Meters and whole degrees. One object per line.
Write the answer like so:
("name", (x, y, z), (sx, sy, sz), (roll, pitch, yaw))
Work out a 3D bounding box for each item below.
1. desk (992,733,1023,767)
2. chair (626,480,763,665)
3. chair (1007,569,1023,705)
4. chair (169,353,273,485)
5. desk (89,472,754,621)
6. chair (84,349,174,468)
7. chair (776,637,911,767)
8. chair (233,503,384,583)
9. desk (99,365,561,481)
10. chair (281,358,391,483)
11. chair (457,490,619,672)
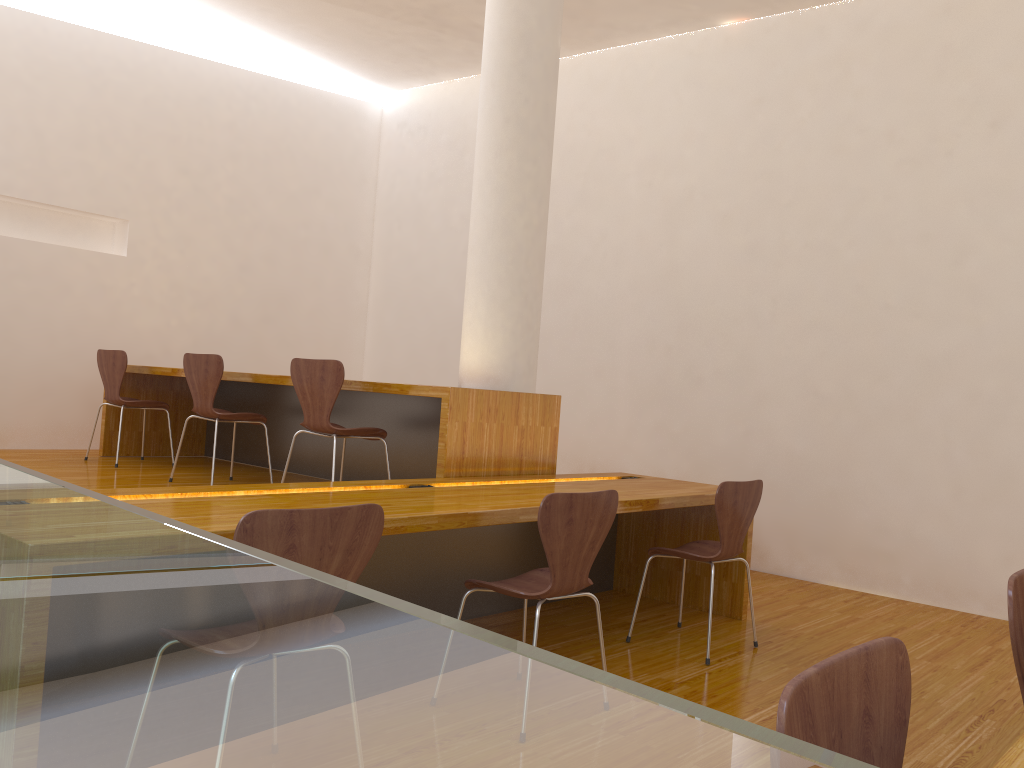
("desk", (1.655, 0.960, 1.323), (1.285, 0.918, 3.236), (4, -1, 41))
("chair", (0.765, 0.720, 3.635), (0.381, 0.693, 0.428), (4, -1, 41))
("chair", (1.121, 0.721, 1.626), (0.381, 0.693, 0.428), (4, -1, 41))
("chair", (-1.523, 0.198, 4.732), (0.428, 0.693, 0.381), (4, -1, 41))
("desk", (-0.204, 0.693, 3.206), (0.760, 0.606, 3.185), (4, -1, 41))
("chair", (-2.341, 0.148, 5.494), (0.428, 0.693, 0.381), (4, -1, 41))
("chair", (0.486, 0.665, 0.893), (0.381, 0.693, 0.428), (4, -1, 41))
("chair", (-0.573, 0.602, 2.033), (0.381, 0.693, 0.428), (4, -1, 41))
("desk", (-1.230, 0.262, 5.036), (3.185, 0.606, 0.760), (4, -1, 41))
("chair", (-0.792, 0.243, 4.094), (0.428, 0.693, 0.381), (4, -1, 41))
("chair", (0.062, 0.658, 2.766), (0.381, 0.693, 0.428), (4, -1, 41))
